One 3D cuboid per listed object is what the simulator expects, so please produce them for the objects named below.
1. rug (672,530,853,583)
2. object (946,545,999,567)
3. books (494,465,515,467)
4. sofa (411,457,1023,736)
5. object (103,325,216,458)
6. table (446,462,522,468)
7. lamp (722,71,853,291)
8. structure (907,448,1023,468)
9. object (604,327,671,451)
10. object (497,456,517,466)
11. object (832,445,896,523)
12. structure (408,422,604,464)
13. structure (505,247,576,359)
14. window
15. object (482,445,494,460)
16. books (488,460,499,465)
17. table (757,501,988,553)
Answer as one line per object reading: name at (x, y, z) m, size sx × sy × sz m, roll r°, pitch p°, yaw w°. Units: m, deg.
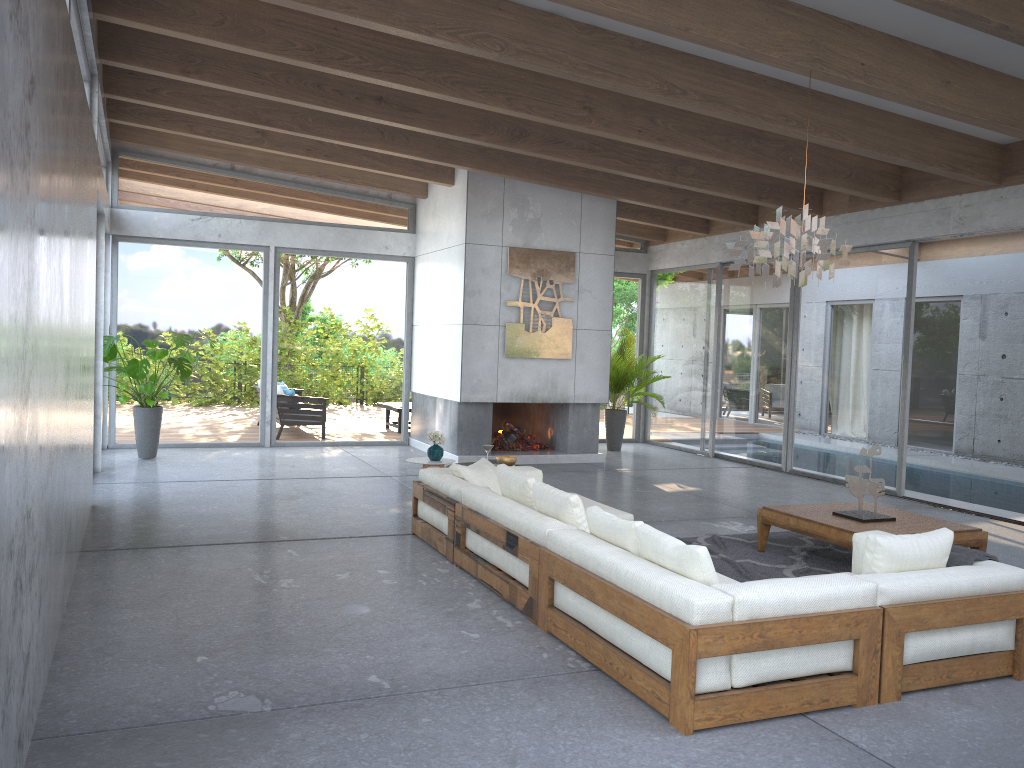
rug at (1.978, 1.255, 6.158) m, size 3.186 × 0.056 × 2.187 m, roll 1°, pitch 3°, yaw -23°
object at (2.105, 1.168, 4.472) m, size 0.857 × 0.704 × 0.472 m, roll 1°, pitch 3°, yaw -26°
books at (-0.135, 0.693, 7.705) m, size 0.220 × 0.015 × 0.303 m, roll 1°, pitch 3°, yaw -23°
sofa at (0.861, 0.967, 5.508) m, size 1.965 × 0.777 × 3.733 m, roll 1°, pitch 3°, yaw -23°
object at (-4.342, 0.085, 10.456) m, size 1.416 × 1.540 × 1.731 m, roll 2°, pitch 3°, yaw -4°
table at (-0.206, 0.928, 7.499) m, size 0.725 × 0.441 × 0.725 m, roll 3°, pitch 3°, yaw 29°
lamp at (1.748, -1.308, 5.739) m, size 0.862 × 1.400 × 0.636 m, roll 3°, pitch 3°, yaw 24°
structure at (8.131, 1.305, 10.665) m, size 0.477 × 0.068 × 13.673 m, roll 1°, pitch 3°, yaw -23°
object at (1.527, 0.060, 12.918) m, size 1.484 × 1.819 × 1.798 m, roll 1°, pitch 3°, yaw -16°
object at (-0.045, 0.666, 7.479) m, size 0.173 × 0.097 × 0.173 m, roll 0°, pitch 3°, yaw -44°
object at (2.505, 0.686, 6.310) m, size 0.346 × 0.518 × 0.379 m, roll 1°, pitch 3°, yaw -23°
structure at (-0.146, 0.657, 12.142) m, size 2.012 × 0.595 × 2.203 m, roll 1°, pitch 3°, yaw -23°
structure at (0.351, -0.994, 11.034) m, size 0.919 × 1.351 × 0.041 m, roll 1°, pitch 3°, yaw -23°
window at (2.600, -0.555, 5.941) m, size 14.294 × 3.764 × 23.280 m, roll 1°, pitch 3°, yaw -23°
object at (-0.202, 0.610, 7.289) m, size 0.099 × 0.212 × 0.099 m, roll 2°, pitch 3°, yaw 8°
books at (-0.127, 0.680, 7.705) m, size 0.205 × 0.012 × 0.290 m, roll 1°, pitch 3°, yaw -18°
table at (2.523, 1.122, 6.318) m, size 1.048 × 0.352 × 1.112 m, roll 1°, pitch 3°, yaw -23°
